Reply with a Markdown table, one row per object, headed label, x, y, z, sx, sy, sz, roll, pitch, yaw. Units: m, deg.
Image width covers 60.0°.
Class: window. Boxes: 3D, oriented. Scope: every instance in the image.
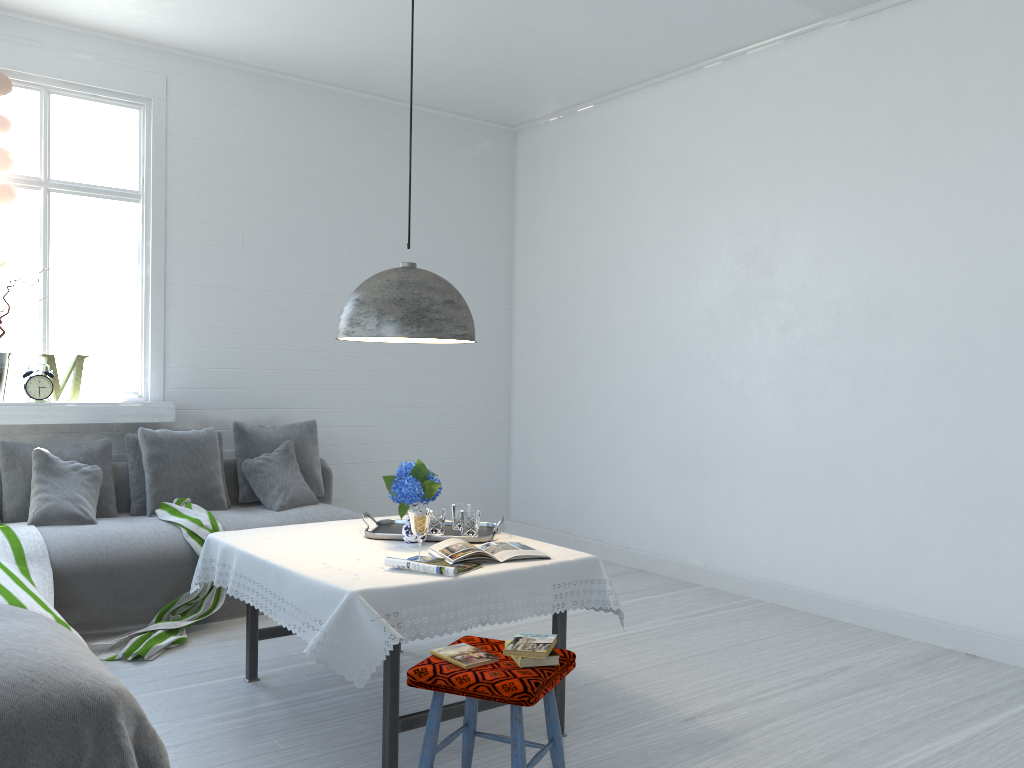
| label | x | y | z | sx | sy | sz | roll | pitch | yaw |
| --- | --- | --- | --- | --- | --- | --- | --- | --- | --- |
| window | -2.959 | -0.952 | 5.672 | 1.482 | 2.399 | 0.378 | 0 | 2 | -37 |

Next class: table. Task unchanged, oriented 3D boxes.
| label | x | y | z | sx | sy | sz | roll | pitch | yaw |
| --- | --- | --- | --- | --- | --- | --- | --- | --- | --- |
| table | -0.516 | 1.044 | 3.844 | 1.327 | 0.725 | 1.670 | 1 | 1 | -36 |

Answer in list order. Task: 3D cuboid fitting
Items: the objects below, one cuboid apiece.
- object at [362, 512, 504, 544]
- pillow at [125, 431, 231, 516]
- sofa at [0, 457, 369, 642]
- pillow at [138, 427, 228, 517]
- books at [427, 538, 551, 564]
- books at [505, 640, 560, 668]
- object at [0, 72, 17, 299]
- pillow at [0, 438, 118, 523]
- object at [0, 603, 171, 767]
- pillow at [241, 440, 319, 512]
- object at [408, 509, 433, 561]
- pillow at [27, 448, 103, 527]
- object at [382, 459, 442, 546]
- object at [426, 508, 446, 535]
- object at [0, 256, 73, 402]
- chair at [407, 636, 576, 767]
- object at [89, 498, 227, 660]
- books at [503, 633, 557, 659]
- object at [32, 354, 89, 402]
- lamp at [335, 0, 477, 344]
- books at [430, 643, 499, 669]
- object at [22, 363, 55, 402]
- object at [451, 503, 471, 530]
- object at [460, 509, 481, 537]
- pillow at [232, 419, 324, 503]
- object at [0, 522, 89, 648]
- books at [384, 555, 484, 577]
| label | x | y | z | sx | sy | sz | roll | pitch | yaw |
| --- | --- | --- | --- | --- | --- | --- | --- | --- | --- |
| object | -0.362 | 0.647 | 4.086 | 0.651 | 0.092 | 0.398 | 1 | 1 | 5 |
| pillow | -2.214 | 0.585 | 5.886 | 0.641 | 0.521 | 0.280 | 0 | 1 | -37 |
| sofa | -1.752 | 0.978 | 4.426 | 3.407 | 0.899 | 3.393 | 1 | 1 | -38 |
| pillow | -2.135 | 0.570 | 5.763 | 0.509 | 0.573 | 0.296 | 0 | 2 | -37 |
| books | -0.097 | 0.672 | 3.601 | 0.422 | 0.049 | 0.300 | 1 | 1 | -22 |
| books | 0.062 | 0.847 | 2.796 | 0.128 | 0.030 | 0.182 | 1 | 1 | -15 |
| object | -3.187 | -1.219 | 5.493 | 0.200 | 1.427 | 0.196 | 1 | 2 | 3 |
| pillow | -2.776 | 0.606 | 5.446 | 0.639 | 0.522 | 0.278 | 0 | 1 | -38 |
| object | -1.818 | 0.998 | 2.803 | 1.684 | 0.925 | 1.212 | 1 | 1 | 3 |
| pillow | -1.566 | 0.629 | 6.041 | 0.416 | 0.463 | 0.380 | 2 | 1 | 38 |
| object | -0.358 | 0.588 | 3.446 | 0.098 | 0.192 | 0.098 | 1 | 1 | -17 |
| pillow | -2.631 | 0.616 | 5.230 | 0.380 | 0.463 | 0.416 | 1 | 1 | -22 |
| object | -0.430 | 0.508 | 3.821 | 0.265 | 0.377 | 0.236 | 0 | 2 | -35 |
| object | -0.346 | 0.625 | 4.024 | 0.095 | 0.119 | 0.095 | 2 | 1 | 37 |
| object | -3.028 | -0.351 | 5.252 | 0.847 | 0.936 | 0.634 | 1 | 1 | 10 |
| chair | -0.061 | 1.145 | 2.805 | 0.419 | 0.563 | 0.419 | 2 | 1 | 23 |
| object | -1.952 | 0.943 | 5.127 | 0.622 | 0.833 | 1.580 | 1 | 1 | -13 |
| books | 0.060 | 0.821 | 2.792 | 0.133 | 0.022 | 0.189 | 1 | 1 | 14 |
| object | -2.927 | -0.036 | 5.755 | 0.052 | 0.311 | 0.330 | 3 | 2 | 43 |
| lamp | -0.427 | -1.206 | 3.747 | 0.600 | 2.045 | 0.600 | 2 | 2 | 23 |
| books | -0.150 | 0.852 | 2.782 | 0.133 | 0.012 | 0.189 | 1 | 1 | -39 |
| object | -2.971 | -0.006 | 5.565 | 0.182 | 0.250 | 0.075 | 0 | 2 | -37 |
| object | -0.240 | 0.626 | 4.169 | 0.095 | 0.119 | 0.095 | 1 | 1 | -13 |
| object | -0.188 | 0.628 | 3.985 | 0.095 | 0.119 | 0.095 | 1 | 1 | -13 |
| pillow | -1.650 | 0.540 | 6.298 | 0.639 | 0.561 | 0.278 | 0 | 2 | -37 |
| object | -2.398 | 1.044 | 3.735 | 1.043 | 0.473 | 3.163 | 1 | 1 | -37 |
| books | -0.293 | 0.676 | 3.362 | 0.300 | 0.043 | 0.229 | 1 | 1 | 27 |
